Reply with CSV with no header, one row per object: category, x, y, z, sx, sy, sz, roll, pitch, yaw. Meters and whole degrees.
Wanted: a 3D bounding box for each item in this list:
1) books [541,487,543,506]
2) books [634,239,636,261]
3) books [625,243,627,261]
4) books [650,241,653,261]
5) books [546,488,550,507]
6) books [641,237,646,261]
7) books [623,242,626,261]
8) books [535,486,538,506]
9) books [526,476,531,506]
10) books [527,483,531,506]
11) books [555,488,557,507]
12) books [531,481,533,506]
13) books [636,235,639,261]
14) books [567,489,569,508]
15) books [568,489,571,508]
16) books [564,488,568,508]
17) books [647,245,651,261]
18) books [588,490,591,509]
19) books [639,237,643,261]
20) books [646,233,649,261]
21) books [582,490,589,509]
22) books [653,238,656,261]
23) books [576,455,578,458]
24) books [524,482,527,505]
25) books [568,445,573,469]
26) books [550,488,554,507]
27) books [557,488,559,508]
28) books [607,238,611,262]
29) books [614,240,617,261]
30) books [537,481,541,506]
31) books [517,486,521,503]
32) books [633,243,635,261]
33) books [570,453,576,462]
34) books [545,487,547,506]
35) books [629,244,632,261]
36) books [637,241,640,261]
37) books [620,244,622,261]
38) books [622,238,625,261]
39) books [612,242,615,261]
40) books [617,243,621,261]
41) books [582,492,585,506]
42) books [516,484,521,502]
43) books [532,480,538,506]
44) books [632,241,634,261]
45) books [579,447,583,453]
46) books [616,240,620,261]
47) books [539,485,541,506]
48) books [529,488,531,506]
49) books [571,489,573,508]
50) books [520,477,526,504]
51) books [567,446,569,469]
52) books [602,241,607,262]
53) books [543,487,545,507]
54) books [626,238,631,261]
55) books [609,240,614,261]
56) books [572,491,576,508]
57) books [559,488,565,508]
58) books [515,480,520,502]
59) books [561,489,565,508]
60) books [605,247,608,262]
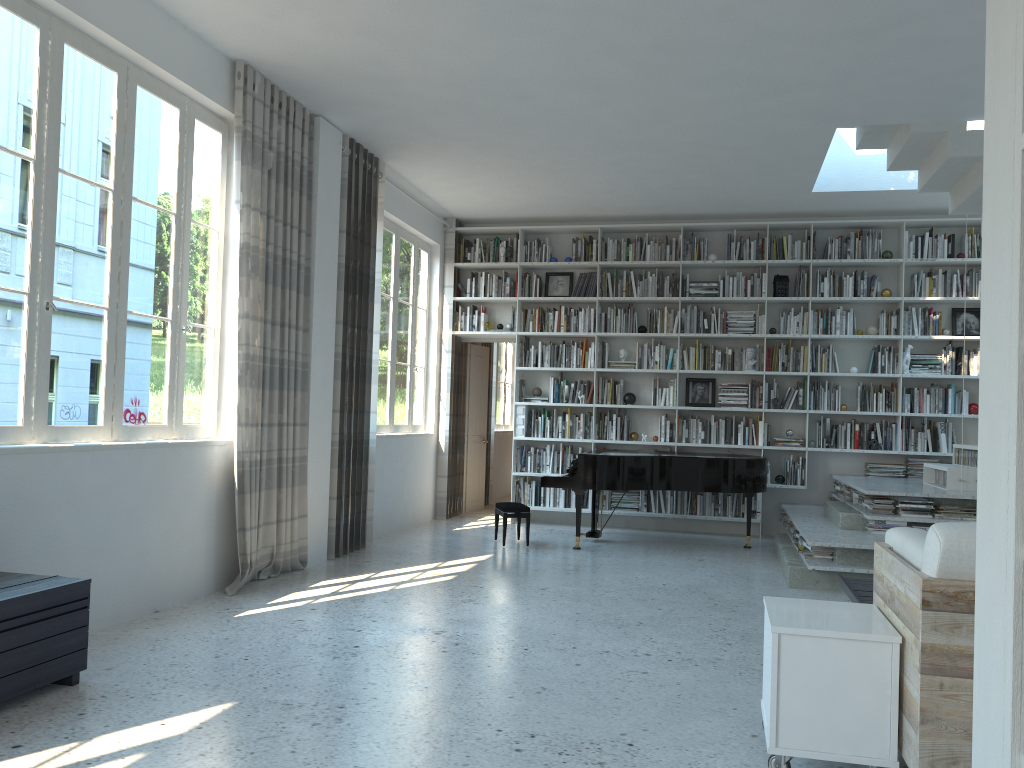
books,0.338,1.164,9.411,0.027,0.256,0.160,2,-2,13
books,1.292,-1.370,9.255,0.013,0.251,0.183,2,-2,13
books,1.204,-1.353,9.297,0.012,0.216,0.150,2,-2,13
books,1.458,-1.358,9.227,0.026,0.235,0.134,2,-2,13
books,0.395,1.192,9.378,0.030,0.201,0.168,2,-2,13
books,1.374,-1.379,9.233,0.052,0.273,0.172,2,-2,13
books,1.188,-1.363,9.309,0.025,0.234,0.129,2,-2,13
books,0.270,1.188,9.427,0.022,0.205,0.158,2,-2,13
books,0.178,1.129,9.447,0.011,0.318,0.157,2,-2,13
books,0.191,1.175,9.436,0.022,0.226,0.154,2,-2,13
books,0.480,1.162,9.363,0.025,0.266,0.159,2,-2,13
books,0.227,1.158,9.416,0.013,0.261,0.174,2,-2,13
books,1.305,-1.393,9.255,0.010,0.299,0.151,2,-2,13
books,0.606,1.144,9.357,0.013,0.310,0.130,2,-2,13
books,0.622,1.192,9.350,0.024,0.214,0.137,2,-2,13
books,0.580,1.175,9.330,0.023,0.244,0.188,2,-2,13
books,1.428,-1.336,9.224,0.031,0.190,0.181,2,-2,13
books,0.830,1.166,9.302,0.027,0.276,0.143,2,-2,13
books,1.343,-1.381,9.243,0.013,0.276,0.164,2,-2,13
books,1.410,-1.399,9.239,0.014,0.315,0.166,2,-2,13
books,0.784,1.175,9.311,0.065,0.256,0.156,1,-2,13
books,1.478,-1.374,9.224,0.014,0.269,0.156,2,-2,13
books,0.699,0.850,9.349,0.030,0.203,0.142,2,-2,13
books,0.160,1.165,9.452,0.024,0.246,0.143,2,-2,13
books,0.618,0.798,9.348,0.013,0.301,0.172,2,-2,13
books,0.440,1.161,9.372,0.031,0.266,0.186,2,-2,13
books,0.502,1.186,9.356,0.021,0.218,0.190,2,-2,13
books,1.026,-1.389,9.344,0.021,0.279,0.141,2,-2,13
books,1.095,-1.374,9.306,0.023,0.251,0.170,2,-2,13
books,0.293,1.165,9.426,0.022,0.252,0.139,2,-2,13
books,0.092,1.190,9.445,0.029,0.190,0.176,2,-2,13
books,1.280,-1.352,9.257,0.011,0.216,0.160,2,-2,13
books,0.652,0.841,9.341,0.059,0.216,0.177,1,-2,13
books,0.376,1.170,9.408,0.022,0.246,0.135,2,-2,13
books,1.249,-1.345,9.275,0.030,0.201,0.152,2,-2,13
books,1.326,-1.361,9.261,0.029,0.235,0.130,2,-2,13
books,1.152,-1.351,9.289,0.014,0.207,0.166,2,-2,13
books,1.166,-1.379,9.289,0.010,0.264,0.160,2,-2,13
books,1.071,-1.359,9.308,0.023,0.220,0.181,2,-2,13
books,1.128,-1.352,9.281,0.029,0.208,0.178,2,-2,13
books,0.742,1.149,9.298,0.012,0.303,0.165,2,-2,13
books,0.074,1.178,9.477,0.023,0.216,0.158,2,-2,13
books,0.246,1.156,9.418,0.023,0.266,0.177,2,-2,13
books,1.270,-1.362,9.267,0.013,0.234,0.154,2,-2,13
books,0.725,0.808,9.335,0.025,0.288,0.130,2,-2,13
books,1.112,-1.373,9.298,0.012,0.250,0.174,2,-2,13
books,0.312,1.181,9.411,0.022,0.221,0.163,2,-2,13
books,0.213,1.196,9.438,0.022,0.186,0.145,2,-2,13
books,0.642,1.187,9.333,0.022,0.224,0.141,2,-2,13
books,0.126,1.140,9.454,0.044,0.293,0.181,2,-2,13
books,0.602,0.803,9.357,0.022,0.290,0.137,2,-2,13
books,0.971,-1.370,9.331,0.029,0.237,0.156,2,-2,13
books,0.354,1.142,9.393,0.013,0.300,0.184,2,-2,13
books,1.224,-1.379,9.292,0.028,0.268,0.151,2,-2,13
books,1.046,-1.377,9.319,0.031,0.254,0.145,2,-2,13
books,0.665,1.171,9.325,0.027,0.256,0.179,2,-2,13
books,0.526,1.193,9.350,0.028,0.206,0.171,2,-2,13
books,0.057,1.159,9.482,0.012,0.254,0.161,2,-2,13
books,0.553,1.202,9.336,0.031,0.188,0.190,2,-2,13
books,1.000,-1.342,9.339,0.024,0.183,0.133,2,-2,13
